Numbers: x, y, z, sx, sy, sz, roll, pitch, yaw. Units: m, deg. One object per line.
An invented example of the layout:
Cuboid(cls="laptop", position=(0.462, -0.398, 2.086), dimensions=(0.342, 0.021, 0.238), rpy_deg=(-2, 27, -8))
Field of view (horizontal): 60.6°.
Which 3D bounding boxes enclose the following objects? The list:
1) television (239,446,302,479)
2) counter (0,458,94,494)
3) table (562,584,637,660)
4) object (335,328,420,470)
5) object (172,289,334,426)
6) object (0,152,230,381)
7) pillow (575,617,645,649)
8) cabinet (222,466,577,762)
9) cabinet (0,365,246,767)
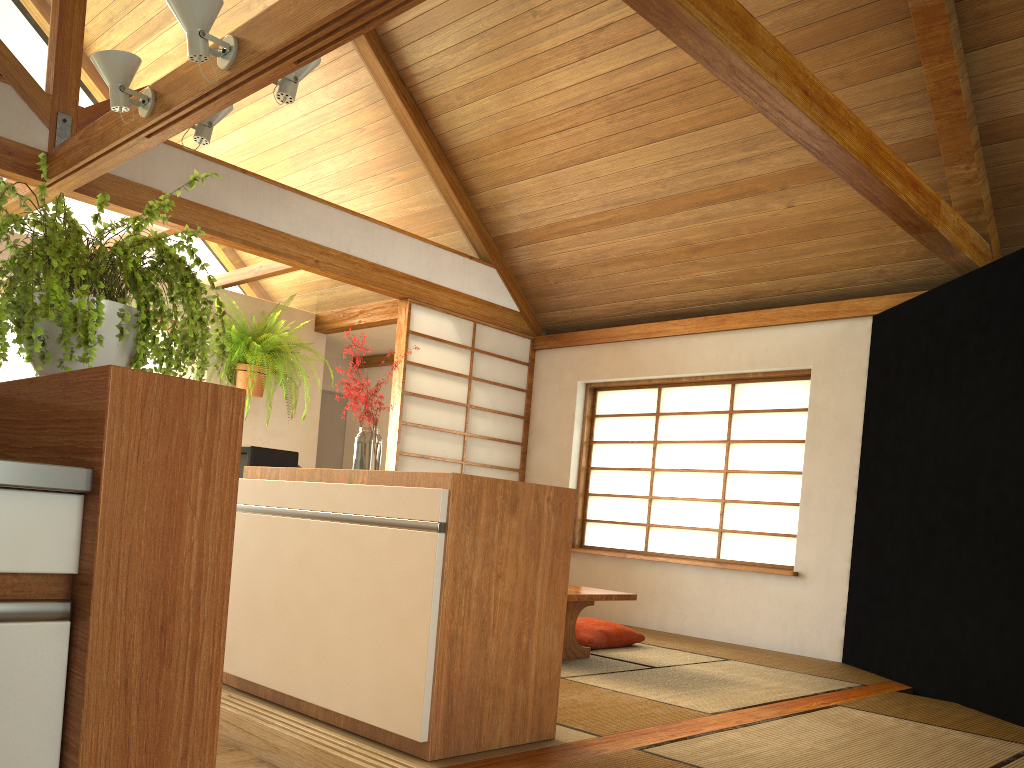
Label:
Cuboid(cls="television", position=(-1.007, 0.534, 3.392), dimensions=(0.684, 0.537, 0.461), rpy_deg=(0, -6, 44))
Cuboid(cls="counter", position=(-1.599, -0.043, 0.469), dimensions=(0.660, 0.168, 2.435), rpy_deg=(-3, -12, 43))
Cuboid(cls="table", position=(-0.075, 1.152, 4.408), dimensions=(1.286, 0.334, 0.566), rpy_deg=(-3, -10, 44))
Cuboid(cls="object", position=(-0.490, 0.065, 2.971), dimensions=(0.223, 0.499, 0.240), rpy_deg=(6, -1, -40))
Cuboid(cls="object", position=(-1.844, -0.154, 6.464), dimensions=(1.124, 1.124, 1.204), rpy_deg=(2, -6, 37))
Cuboid(cls="object", position=(-0.678, -0.151, 1.403), dimensions=(0.433, 0.349, 0.521), rpy_deg=(7, -6, -21))
Cuboid(cls="pillow", position=(0.352, 1.369, 4.880), dimensions=(0.600, 0.131, 0.525), rpy_deg=(-3, -12, 43))
Cuboid(cls="cabinet", position=(-1.042, 0.703, 3.373), dimensions=(2.834, 0.735, 0.524), rpy_deg=(-3, -8, 44))
Cuboid(cls="cabinet", position=(-1.626, 0.246, 0.604), dimensions=(0.897, 0.875, 2.623), rpy_deg=(1, -9, 44))
